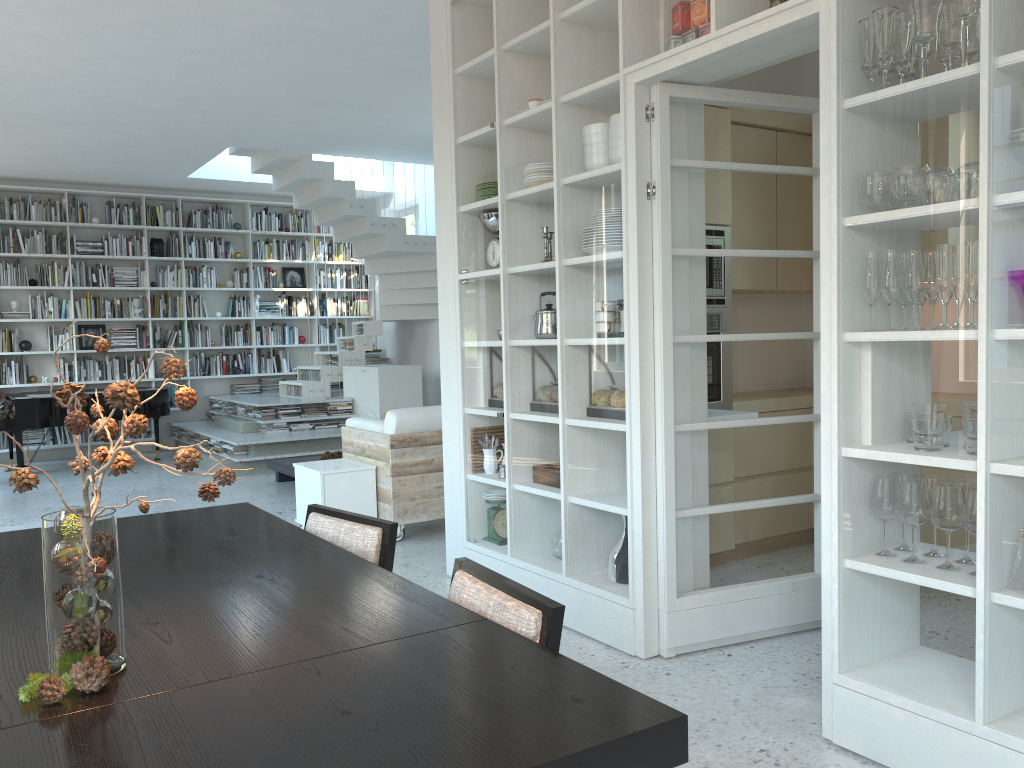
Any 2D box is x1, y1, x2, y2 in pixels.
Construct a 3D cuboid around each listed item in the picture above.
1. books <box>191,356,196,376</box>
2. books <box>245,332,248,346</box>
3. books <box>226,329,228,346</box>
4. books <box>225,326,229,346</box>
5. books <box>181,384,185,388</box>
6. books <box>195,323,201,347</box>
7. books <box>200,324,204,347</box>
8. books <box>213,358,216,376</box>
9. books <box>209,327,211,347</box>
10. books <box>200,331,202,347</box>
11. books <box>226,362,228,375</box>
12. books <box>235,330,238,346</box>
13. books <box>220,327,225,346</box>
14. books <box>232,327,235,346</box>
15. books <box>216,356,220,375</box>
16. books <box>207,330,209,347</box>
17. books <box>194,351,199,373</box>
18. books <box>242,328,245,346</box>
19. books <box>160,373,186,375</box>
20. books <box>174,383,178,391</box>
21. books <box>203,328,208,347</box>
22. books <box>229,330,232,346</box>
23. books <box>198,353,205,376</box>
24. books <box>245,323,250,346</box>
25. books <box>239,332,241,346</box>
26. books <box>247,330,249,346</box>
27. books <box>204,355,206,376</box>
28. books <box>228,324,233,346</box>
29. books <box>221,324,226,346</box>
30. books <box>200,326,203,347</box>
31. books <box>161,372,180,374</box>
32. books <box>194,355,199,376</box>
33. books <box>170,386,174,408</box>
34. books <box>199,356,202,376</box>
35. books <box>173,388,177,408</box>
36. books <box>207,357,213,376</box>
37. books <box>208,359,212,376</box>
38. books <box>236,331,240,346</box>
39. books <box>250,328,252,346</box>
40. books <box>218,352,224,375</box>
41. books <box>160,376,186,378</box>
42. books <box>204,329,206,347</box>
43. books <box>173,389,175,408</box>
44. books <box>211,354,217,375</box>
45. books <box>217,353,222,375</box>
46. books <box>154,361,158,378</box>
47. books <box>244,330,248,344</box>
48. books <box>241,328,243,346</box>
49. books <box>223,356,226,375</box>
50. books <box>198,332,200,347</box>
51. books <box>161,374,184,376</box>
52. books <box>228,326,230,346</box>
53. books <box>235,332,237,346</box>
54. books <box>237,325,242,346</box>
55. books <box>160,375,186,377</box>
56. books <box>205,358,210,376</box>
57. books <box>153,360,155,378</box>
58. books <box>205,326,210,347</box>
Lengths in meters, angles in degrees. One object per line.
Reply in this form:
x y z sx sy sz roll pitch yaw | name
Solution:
-4.026 -0.225 11.213 0.012 0.254 0.161 -4 4 -33 | books
-3.475 -0.586 11.523 0.016 0.180 0.189 -4 4 -33 | books
-3.682 -0.592 11.404 0.015 0.216 0.177 -4 4 -33 | books
-3.677 -0.616 11.422 0.015 0.262 0.149 -4 4 -33 | books
-4.100 0.144 11.062 0.021 0.285 0.172 -4 4 -33 | books
-3.969 -0.615 11.215 0.014 0.297 0.175 -4 4 -33 | books
-3.937 -0.612 11.261 0.006 0.285 0.159 -4 4 -33 | books
-3.830 -0.224 11.343 0.024 0.228 0.159 -4 4 -33 | books
-3.871 -0.599 11.296 0.013 0.251 0.172 -4 4 -33 | books
-3.960 -0.569 11.243 0.013 0.203 0.167 -4 4 -33 | books
-3.700 -0.236 11.426 0.025 0.238 0.156 -4 4 -33 | books
-3.593 -0.613 11.487 0.030 0.244 0.135 -4 4 -33 | books
-3.718 -0.609 11.397 0.019 0.252 0.130 -4 4 -33 | books
-3.608 -0.614 11.443 0.018 0.251 0.184 -4 4 -33 | books
-3.781 -0.238 11.358 0.025 0.253 0.181 -4 4 -33 | books
-3.890 -0.575 11.278 0.014 0.207 0.180 -4 4 -33 | books
-3.988 -0.257 11.214 0.010 0.316 0.186 -4 4 -33 | books
-3.505 -0.611 11.534 0.021 0.232 0.155 -4 4 -33 | books
-4.219 -0.125 11.026 0.285 0.012 0.159 -3 3 -30 | books
-4.185 0.140 11.030 0.032 0.300 0.149 -4 4 -33 | books
-3.905 -0.590 11.272 0.015 0.238 0.176 -4 4 -33 | books
-3.660 -0.592 11.457 0.031 0.209 0.122 -4 4 -33 | books
-3.939 -0.249 11.245 0.030 0.294 0.188 -4 4 -33 | books
-3.448 -0.646 11.551 0.007 0.296 0.162 -4 4 -33 | books
-3.546 -0.584 11.490 0.019 0.183 0.190 -4 4 -33 | books
-3.459 -0.600 11.554 0.013 0.204 0.158 -4 4 -33 | books
-3.927 -0.241 11.264 0.010 0.277 0.174 -4 4 -33 | books
-3.633 -0.631 11.457 0.007 0.285 0.159 -4 4 -33 | books
-3.711 -0.629 11.416 0.016 0.290 0.131 -4 4 -33 | books
-3.945 -0.602 11.238 0.012 0.267 0.183 -4 4 -33 | books
-4.221 -0.137 11.029 0.254 0.012 0.161 -3 3 -28 | books
-4.000 -0.229 11.206 0.023 0.262 0.186 -4 4 -33 | books
-4.217 0.161 10.998 0.005 0.264 0.162 -4 4 -33 | books
-3.961 -0.228 11.233 0.023 0.256 0.178 -4 4 -33 | books
-4.193 0.169 11.003 0.014 0.246 0.176 -4 4 -33 | books
-3.855 -0.226 11.332 0.029 0.235 0.142 -4 4 -33 | books
-3.866 -0.216 11.313 0.011 0.217 0.175 -4 4 -33 | books
-3.563 -0.589 11.485 0.015 0.195 0.175 -4 4 -33 | books
-3.431 -0.612 11.590 0.009 0.224 0.146 -4 4 -33 | books
-3.733 -0.261 11.384 0.012 0.293 0.175 -4 4 -33 | books
-4.218 -0.089 11.029 0.285 0.012 0.159 -3 3 -30 | books
-3.919 -0.582 11.274 0.008 0.223 0.133 -4 4 -33 | books
-4.214 0.177 11.011 0.012 0.229 0.129 -4 4 -33 | books
-3.814 -0.244 11.349 0.014 0.268 0.171 -4 4 -33 | books
-3.755 -0.257 11.396 0.012 0.285 0.159 -4 4 -33 | books
-4.419 -0.180 10.973 0.030 0.210 0.136 -4 4 -33 | books
-3.477 -0.600 11.555 0.016 0.205 0.141 -4 4 -33 | books
-3.528 -0.608 11.504 0.018 0.229 0.181 -4 4 -33 | books
-3.716 -0.237 11.399 0.031 0.244 0.184 -4 4 -33 | books
-3.980 -0.559 11.213 0.013 0.186 0.183 -4 4 -33 | books
-4.219 -0.113 11.029 0.254 0.012 0.161 -3 3 -27 | books
-3.667 -0.615 11.428 0.008 0.259 0.158 -4 4 -33 | books
-3.592 -0.580 11.454 0.018 0.182 0.182 -4 4 -33 | books
-3.539 -0.630 11.497 0.006 0.274 0.172 -4 4 -33 | books
-4.220 -0.101 11.032 0.285 0.012 0.159 -3 3 -28 | books
-3.898 -0.221 11.291 0.065 0.231 0.162 -4 4 -33 | books
-4.442 -0.188 10.955 0.027 0.229 0.141 -4 4 -33 | books
-3.882 -0.603 11.288 0.014 0.261 0.141 -4 4 -33 | books
